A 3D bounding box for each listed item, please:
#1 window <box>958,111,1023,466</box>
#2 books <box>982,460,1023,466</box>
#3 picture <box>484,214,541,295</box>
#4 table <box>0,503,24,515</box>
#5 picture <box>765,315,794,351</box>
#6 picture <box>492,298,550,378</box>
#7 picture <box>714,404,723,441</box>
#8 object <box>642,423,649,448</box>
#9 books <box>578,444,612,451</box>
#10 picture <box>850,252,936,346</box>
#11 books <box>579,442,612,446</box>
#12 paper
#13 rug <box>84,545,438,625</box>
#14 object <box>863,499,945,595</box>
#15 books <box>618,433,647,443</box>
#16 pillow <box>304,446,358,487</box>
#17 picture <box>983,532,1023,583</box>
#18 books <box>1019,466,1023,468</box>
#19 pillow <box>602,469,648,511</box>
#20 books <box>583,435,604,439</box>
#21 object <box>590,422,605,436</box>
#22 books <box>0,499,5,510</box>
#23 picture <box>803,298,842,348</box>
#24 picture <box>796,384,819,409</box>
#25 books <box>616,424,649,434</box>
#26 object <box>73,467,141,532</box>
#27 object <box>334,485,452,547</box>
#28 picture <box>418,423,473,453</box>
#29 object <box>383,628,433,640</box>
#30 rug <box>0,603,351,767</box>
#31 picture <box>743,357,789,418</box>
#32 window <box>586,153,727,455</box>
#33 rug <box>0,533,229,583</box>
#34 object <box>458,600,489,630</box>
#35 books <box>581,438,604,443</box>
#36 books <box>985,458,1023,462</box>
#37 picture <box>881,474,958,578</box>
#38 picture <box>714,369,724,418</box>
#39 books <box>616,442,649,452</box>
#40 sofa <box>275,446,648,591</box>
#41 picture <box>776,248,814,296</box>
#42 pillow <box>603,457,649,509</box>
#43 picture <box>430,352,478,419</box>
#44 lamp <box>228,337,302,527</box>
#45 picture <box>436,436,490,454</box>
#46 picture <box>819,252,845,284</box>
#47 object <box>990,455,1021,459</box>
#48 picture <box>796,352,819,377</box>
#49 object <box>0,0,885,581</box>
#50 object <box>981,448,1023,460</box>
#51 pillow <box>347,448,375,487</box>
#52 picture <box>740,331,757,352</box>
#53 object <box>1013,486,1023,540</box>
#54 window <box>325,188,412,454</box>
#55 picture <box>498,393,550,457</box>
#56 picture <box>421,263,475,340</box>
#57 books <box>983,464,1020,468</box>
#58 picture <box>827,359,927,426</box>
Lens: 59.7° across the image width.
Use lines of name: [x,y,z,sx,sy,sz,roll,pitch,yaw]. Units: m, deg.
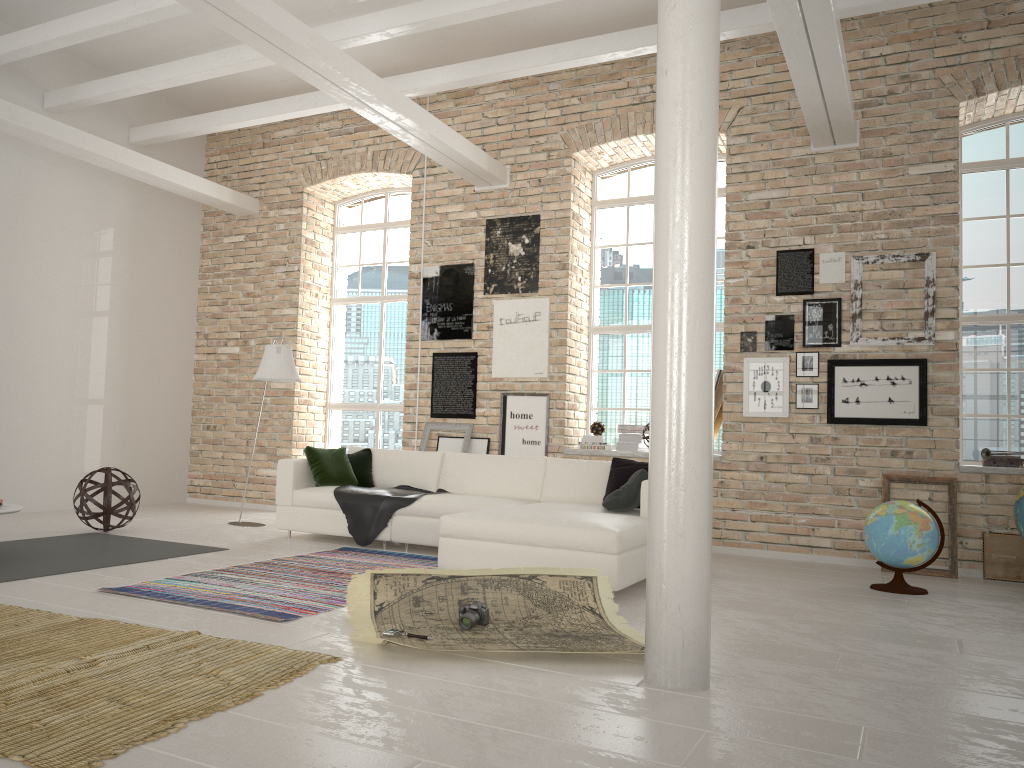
window: [2.275,-1.195,2.393,1.513,2.988,10.788,0,-4,24]
books: [3.844,0.619,6.994,0.269,0.029,0.192,0,-4,26]
picture: [0.000,-1.293,8.964,0.624,0.783,0.034,0,-4,28]
table: [-3.608,0.953,5.671,0.973,0.342,0.849,-1,-5,41]
picture: [2.291,-0.439,7.635,0.244,0.306,0.013,0,-4,28]
picture: [0.086,-0.452,8.830,0.625,0.784,0.034,0,-4,28]
picture: [1.813,0.415,7.989,0.183,0.460,0.342,0,-4,24]
object: [1.360,0.480,8.231,0.319,0.307,0.293,1,-4,18]
books: [0.795,0.607,8.517,0.292,0.048,0.207,1,-4,24]
picture: [3.079,-0.680,7.219,0.640,0.749,0.024,0,-4,29]
books: [0.799,0.571,8.518,0.286,0.024,0.207,1,-4,24]
paper: [-0.045,1.031,4.109,1.446,0.265,1.077,3,-4,-8]
rug: [-1.214,1.220,5.662,1.488,0.008,2.533,1,-4,24]
object: [2.616,1.085,6.002,0.427,0.631,0.468,3,-4,-23]
books: [1.178,0.525,8.640,0.250,0.088,0.301,1,-4,21]
pillow: [-1.584,0.720,7.782,0.389,0.343,0.325,5,-5,-38]
picture: [3.703,1.303,6.705,0.284,0.351,0.090,0,-4,28]
books: [3.961,0.632,6.718,0.241,0.022,0.166,0,-4,27]
pillow: [0.831,0.750,6.379,0.355,0.305,0.399,1,-4,16]
books: [0.782,0.506,8.546,0.192,0.030,0.169,1,-4,16]
object: [0.824,0.431,8.583,0.134,0.137,0.151,5,-4,-36]
books: [-3.445,0.768,5.738,0.287,0.048,0.396,5,-4,-34]
picture: [2.597,-0.512,7.468,0.309,0.409,0.009,0,-4,28]
picture: [2.480,0.104,7.491,0.186,0.213,0.011,0,-4,28]
books: [1.169,0.439,8.645,0.311,0.085,0.224,2,-4,8]
object: [-3.444,0.980,7.589,0.544,0.543,0.539,2,-4,2]
object: [-1.005,1.091,7.419,0.946,0.464,0.733,0,-4,25]
picture: [-0.705,0.684,9.031,0.577,0.582,0.267,0,-4,28]
object: [-0.458,1.127,3.996,0.240,0.019,0.092,1,-4,24]
rug: [-1.927,1.037,3.378,2.312,0.021,1.461,1,-4,22]
picture: [2.180,0.027,7.655,0.388,0.514,0.012,0,-4,28]
window: [-0.699,-1.207,4.008,1.513,2.988,10.788,0,-4,24]
rug: [-3.298,1.150,5.896,1.520,0.041,2.566,1,-4,24]
object: [-0.203,1.105,4.283,0.157,0.124,0.159,0,-4,26]
books: [0.774,0.541,8.548,0.210,0.040,0.187,1,-4,13]
books: [3.854,0.594,6.992,0.271,0.026,0.193,1,-4,23]
picture: [3.162,1.094,6.931,0.536,0.748,0.209,0,-4,28]
picture: [1.848,0.268,8.149,0.259,0.763,0.555,0,-4,25]
books: [1.174,0.607,8.634,0.253,0.088,0.297,0,-4,31]
sofa: [-0.493,0.940,6.778,3.475,0.841,2.046,0,-4,27]
picture: [2.414,-0.953,7.607,0.313,0.394,0.017,0,-4,28]
pillow: [0.927,0.760,6.772,0.452,0.390,0.228,0,-4,28]
picture: [-0.591,0.015,9.182,0.541,0.681,0.061,0,-4,28]
lamp: [-2.331,0.463,8.419,0.425,1.775,1.061,4,-4,-31]
picture: [-0.520,0.818,8.991,0.610,0.568,0.138,0,-4,28]
picture: [2.682,-0.972,7.467,0.206,0.259,0.011,0,-4,28]
object: [3.848,0.571,6.985,0.226,0.021,0.150,0,-4,27]
picture: [2.488,-0.164,7.508,0.186,0.213,0.011,0,-4,28]
object: [-1.086,-1.251,4.253,10.734,4.798,11.176,0,-4,26]
object: [3.889,0.555,6.984,0.459,0.090,0.098,3,-4,-19]
pillow: [-1.448,0.754,8.007,0.398,0.365,0.324,3,-4,-16]
picture: [2.057,-0.368,7.758,0.143,0.178,0.008,0,-4,33]
object: [3.834,1.015,6.107,0.662,0.924,0.649,2,-4,2]
window: [-3.711,-0.887,5.618,1.513,3.655,10.788,0,-4,24]
picture: [0.113,0.465,8.744,0.550,0.756,0.011,0,-4,28]
picture: [-0.671,-0.851,9.279,0.626,0.785,0.034,0,-4,28]
books: [3.841,0.645,6.989,0.271,0.025,0.190,0,-4,28]
picture: [2.953,0.065,7.230,0.757,0.535,0.030,0,-4,29]
